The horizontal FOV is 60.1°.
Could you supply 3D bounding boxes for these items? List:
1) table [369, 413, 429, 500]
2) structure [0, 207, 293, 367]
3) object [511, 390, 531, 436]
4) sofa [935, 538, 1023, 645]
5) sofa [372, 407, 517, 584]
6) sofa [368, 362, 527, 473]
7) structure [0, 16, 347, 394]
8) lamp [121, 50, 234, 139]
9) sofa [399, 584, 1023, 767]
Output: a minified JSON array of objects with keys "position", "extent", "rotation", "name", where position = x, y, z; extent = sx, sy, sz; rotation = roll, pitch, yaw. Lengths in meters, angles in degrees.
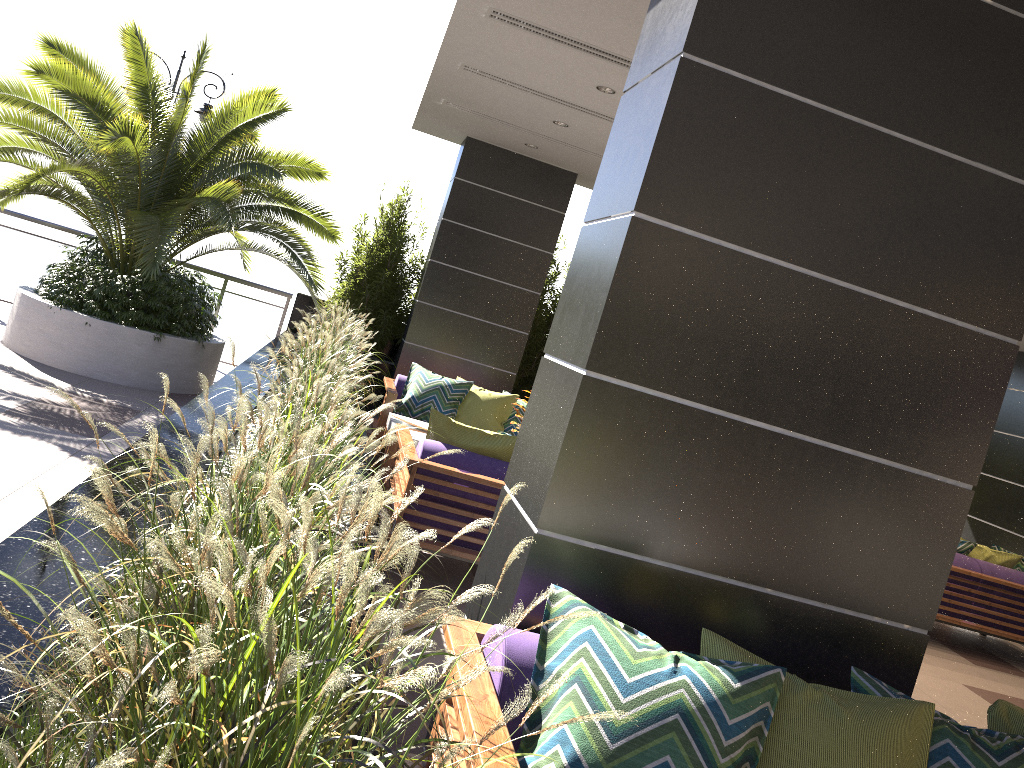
[{"position":[0.015,0.819,6.540],"extent":[2.030,0.553,0.946],"rotation":[16,3,-11],"name":"table"},{"position":[-7.062,-1.202,0.726],"extent":[12.874,1.058,17.586],"rotation":[16,4,-11],"name":"structure"},{"position":[0.170,0.303,6.537],"extent":[0.431,0.526,0.424],"rotation":[17,2,6],"name":"object"},{"position":[3.607,1.658,7.500],"extent":[2.119,0.919,1.124],"rotation":[16,3,-11],"name":"sofa"},{"position":[0.297,0.804,5.253],"extent":[2.119,0.919,1.124],"rotation":[16,3,-11],"name":"sofa"},{"position":[-0.140,0.495,7.778],"extent":[2.119,0.919,1.124],"rotation":[16,3,-11],"name":"sofa"},{"position":[-3.392,-1.780,8.359],"extent":[3.783,3.301,3.774],"rotation":[18,3,32],"name":"structure"},{"position":[-4.119,-2.124,9.861],"extent":[1.118,3.326,0.265],"rotation":[17,0,-10],"name":"lamp"},{"position":[0.847,1.194,2.071],"extent":[2.119,0.919,1.124],"rotation":[16,3,-11],"name":"sofa"}]
